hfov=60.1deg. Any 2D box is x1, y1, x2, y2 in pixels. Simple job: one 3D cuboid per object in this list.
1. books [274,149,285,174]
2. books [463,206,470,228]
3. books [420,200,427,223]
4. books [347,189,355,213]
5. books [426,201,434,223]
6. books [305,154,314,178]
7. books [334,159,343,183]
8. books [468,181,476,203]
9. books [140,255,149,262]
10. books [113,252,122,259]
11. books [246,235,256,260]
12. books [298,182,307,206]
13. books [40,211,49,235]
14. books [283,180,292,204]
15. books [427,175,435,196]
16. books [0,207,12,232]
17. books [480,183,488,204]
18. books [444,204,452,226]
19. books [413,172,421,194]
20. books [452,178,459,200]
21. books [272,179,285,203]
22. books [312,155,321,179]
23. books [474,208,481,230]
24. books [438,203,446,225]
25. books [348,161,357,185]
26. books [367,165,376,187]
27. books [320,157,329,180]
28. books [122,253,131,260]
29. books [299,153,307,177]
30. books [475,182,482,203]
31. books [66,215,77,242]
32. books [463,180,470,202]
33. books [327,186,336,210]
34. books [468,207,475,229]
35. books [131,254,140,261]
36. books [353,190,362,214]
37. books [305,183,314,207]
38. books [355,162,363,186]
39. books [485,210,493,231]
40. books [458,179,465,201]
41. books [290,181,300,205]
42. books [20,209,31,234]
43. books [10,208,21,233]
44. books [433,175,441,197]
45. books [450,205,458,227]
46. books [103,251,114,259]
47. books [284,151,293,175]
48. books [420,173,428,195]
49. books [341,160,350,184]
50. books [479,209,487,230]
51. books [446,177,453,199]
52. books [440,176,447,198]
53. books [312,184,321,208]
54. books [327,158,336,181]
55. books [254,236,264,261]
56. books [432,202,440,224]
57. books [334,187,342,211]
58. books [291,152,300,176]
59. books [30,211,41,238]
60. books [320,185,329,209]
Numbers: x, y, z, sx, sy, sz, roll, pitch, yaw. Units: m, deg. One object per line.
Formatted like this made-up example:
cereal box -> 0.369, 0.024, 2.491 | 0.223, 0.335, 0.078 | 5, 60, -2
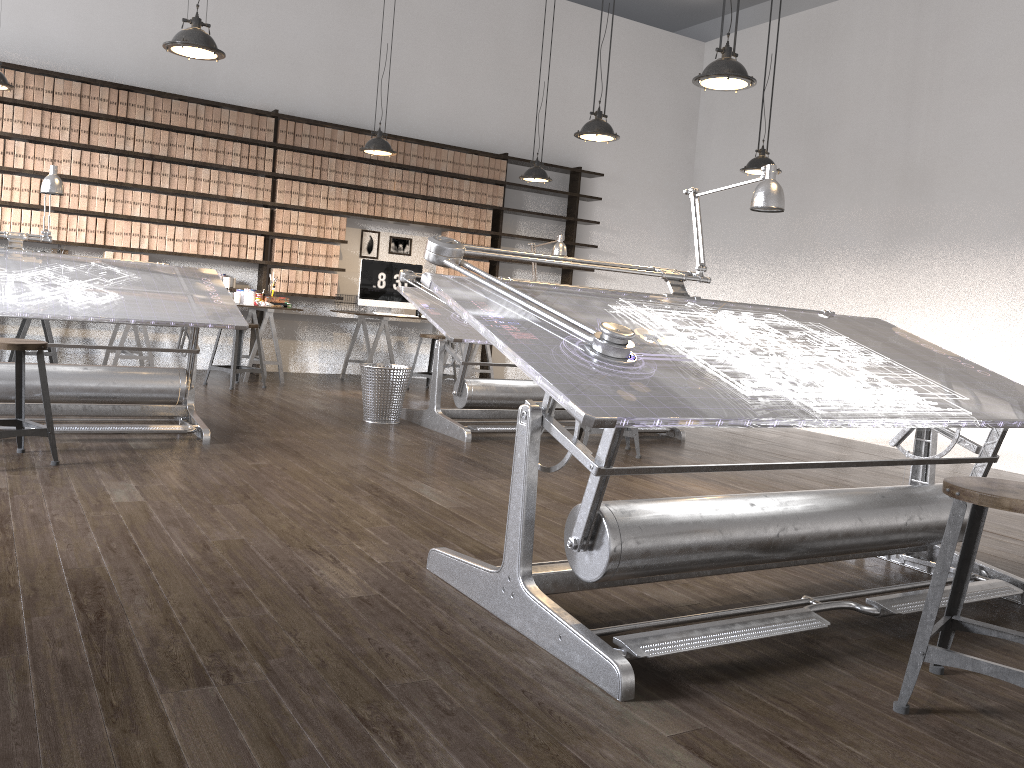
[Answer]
books -> -2.190, -2.071, 8.297 | 0.066, 0.225, 0.175 | 3, 3, -31
books -> -0.524, -1.752, 9.330 | 0.066, 0.225, 0.175 | 3, 3, -31
books -> -0.940, -1.764, 9.073 | 0.067, 0.225, 0.175 | 3, 3, -31
books -> -1.608, -1.785, 8.676 | 0.066, 0.225, 0.175 | 3, 3, -31
books -> -0.879, -1.762, 9.110 | 0.066, 0.225, 0.175 | 3, 3, -31
books -> -1.958, -2.064, 8.441 | 0.066, 0.225, 0.175 | 3, 3, -31
books -> -1.710, -2.056, 8.591 | 0.066, 0.225, 0.175 | 3, 3, -31
books -> -0.455, -2.017, 9.345 | 0.067, 0.225, 0.175 | 3, 3, -31
books -> -3.238, -1.018, 7.759 | 0.066, 0.225, 0.175 | 3, 3, -31
books -> -3.420, -1.023, 7.649 | 0.066, 0.225, 0.175 | 3, 3, -31
books -> -2.439, -1.265, 8.213 | 0.067, 0.225, 0.175 | 3, 3, -31
books -> -2.016, -1.798, 8.425 | 0.066, 0.225, 0.175 | 3, 3, -31
books -> -3.882, -1.310, 7.344 | 0.066, 0.225, 0.175 | 3, 3, -31
books -> -2.138, -1.801, 8.348 | 0.067, 0.225, 0.175 | 3, 3, -31
books -> -0.870, -2.031, 9.100 | 0.066, 0.225, 0.175 | 3, 3, -31
books -> -4.118, -1.318, 7.204 | 0.066, 0.225, 0.175 | 3, 3, -31
books -> -0.338, -2.014, 9.423 | 0.066, 0.225, 0.175 | 3, 3, -31
books -> -0.700, -1.757, 9.224 | 0.066, 0.225, 0.175 | 3, 3, -31
books -> -0.997, -2.034, 9.023 | 0.066, 0.225, 0.175 | 3, 3, -31
books -> -0.627, -2.022, 9.240 | 0.067, 0.225, 0.175 | 3, 3, -31
books -> -2.194, -1.803, 8.319 | 0.066, 0.225, 0.175 | 3, 3, -31
books -> -1.892, -2.062, 8.475 | 0.067, 0.225, 0.175 | 3, 3, -31
books -> -0.410, -1.748, 9.401 | 0.066, 0.225, 0.175 | 3, 3, -31
books -> -0.761, -1.759, 9.190 | 0.066, 0.225, 0.175 | 3, 3, -31
books -> -1.588, -2.052, 8.658 | 0.067, 0.225, 0.175 | 3, 3, -31
books -> -1.416, -2.047, 8.763 | 0.067, 0.225, 0.175 | 3, 3, -31
books -> -1.831, -2.060, 8.519 | 0.066, 0.225, 0.175 | 3, 3, -31
books -> -3.359, -1.021, 7.685 | 0.066, 0.225, 0.175 | 3, 3, -31
books -> -2.013, -2.066, 8.405 | 0.066, 0.225, 0.175 | 3, 3, -31
books -> -0.397, -2.016, 9.385 | 0.066, 0.225, 0.175 | 3, 3, -31
books -> -3.707, -1.305, 7.452 | 0.066, 0.225, 0.175 | 3, 3, -31
books -> -0.518, -2.019, 9.309 | 0.066, 0.225, 0.175 | 3, 3, -31
books -> -1.775, -1.790, 8.571 | 0.066, 0.225, 0.175 | 3, 3, -31
books -> -0.465, -1.749, 9.361 | 0.067, 0.225, 0.175 | 3, 3, -31
books -> -3.296, -1.019, 7.719 | 0.066, 0.225, 0.175 | 3, 3, -31
books -> -1.547, -1.783, 8.712 | 0.066, 0.225, 0.175 | 3, 3, -31
books -> -1.958, -1.796, 8.465 | 0.066, 0.225, 0.175 | 3, 3, -31
books -> -1.534, -2.051, 8.696 | 0.066, 0.225, 0.175 | 3, 3, -31
books -> -0.287, -1.744, 9.470 | 0.066, 0.225, 0.175 | 3, 3, -31
books -> -0.572, -2.021, 9.278 | 0.066, 0.225, 0.175 | 3, 3, -31
books -> -2.076, -1.799, 8.385 | 0.066, 0.225, 0.175 | 3, 3, -31
books -> -3.995, -1.314, 7.271 | 0.067, 0.225, 0.175 | 3, 3, -31
books -> -4.057, -1.316, 7.238 | 0.066, 0.225, 0.175 | 3, 3, -31
books -> -0.807, -2.028, 9.133 | 0.066, 0.225, 0.175 | 3, 3, -31
books -> -0.638, -1.755, 9.257 | 0.067, 0.225, 0.175 | 3, 3, -31
books -> -3.474, -1.024, 7.609 | 0.067, 0.225, 0.175 | 3, 3, -31
books -> -2.127, -2.069, 8.332 | 0.066, 0.225, 0.175 | 3, 3, -31
books -> -0.931, -2.032, 9.057 | 0.067, 0.225, 0.175 | 3, 3, -31
books -> -1.649, -2.055, 8.628 | 0.066, 0.225, 0.175 | 3, 3, -31
books -> -0.350, -1.746, 9.437 | 0.066, 0.225, 0.175 | 3, 3, -31
books -> -0.688, -2.025, 9.210 | 0.066, 0.225, 0.175 | 3, 3, -31
books -> -0.748, -2.027, 9.173 | 0.066, 0.225, 0.175 | 3, 3, -31
books -> -1.898, -1.794, 8.499 | 0.066, 0.225, 0.175 | 3, 3, -31
books -> -1.768, -2.058, 8.551 | 0.066, 0.225, 0.175 | 3, 3, -31
books -> -2.373, -1.263, 8.255 | 0.066, 0.225, 0.175 | 3, 3, -31
books -> -0.818, -1.761, 9.150 | 0.066, 0.225, 0.175 | 3, 3, -31
books -> -1.722, -1.789, 8.605 | 0.066, 0.225, 0.175 | 3, 3, -31
books -> -2.065, -2.067, 8.369 | 0.067, 0.225, 0.175 | 3, 3, -31
books -> -3.935, -1.312, 7.311 | 0.066, 0.225, 0.175 | 3, 3, -31
books -> -1.836, -1.792, 8.532 | 0.067, 0.225, 0.175 | 3, 3, -31
